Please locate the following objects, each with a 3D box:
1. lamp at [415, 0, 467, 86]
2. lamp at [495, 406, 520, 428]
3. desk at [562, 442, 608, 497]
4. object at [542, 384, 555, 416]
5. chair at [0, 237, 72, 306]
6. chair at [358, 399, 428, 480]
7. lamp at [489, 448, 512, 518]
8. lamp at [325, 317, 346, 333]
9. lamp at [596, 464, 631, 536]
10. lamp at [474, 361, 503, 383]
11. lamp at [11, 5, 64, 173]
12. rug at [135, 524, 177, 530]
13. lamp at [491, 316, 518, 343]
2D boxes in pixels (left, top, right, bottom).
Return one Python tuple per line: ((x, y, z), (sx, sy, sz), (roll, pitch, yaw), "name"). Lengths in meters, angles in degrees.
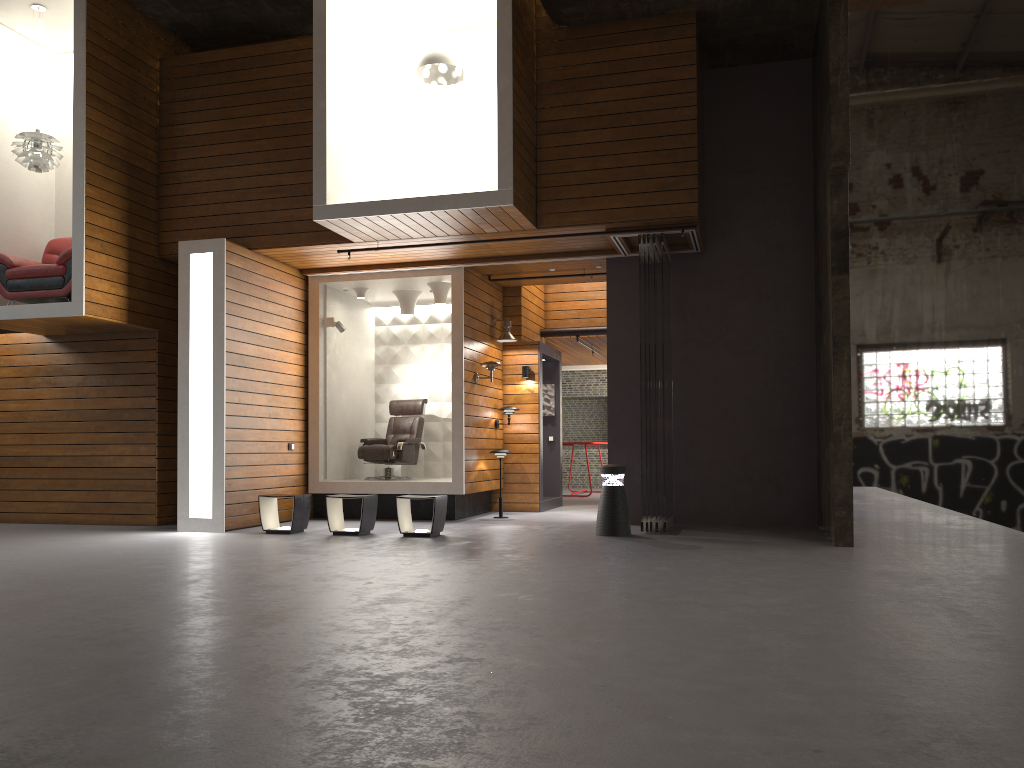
((-0.726, -3.632, 9.005), (0.530, 0.985, 0.531), (-1, -2, 28), "lamp")
((-0.057, 0.435, 11.685), (0.327, 0.296, 0.288), (-1, -3, 15), "lamp")
((1.265, 1.587, 16.561), (0.844, 0.983, 1.720), (-1, -4, 15), "desk")
((0.448, 0.243, 13.233), (0.380, 0.477, 0.048), (-1, -2, 15), "object")
((-4.901, -1.251, 9.745), (1.200, 0.936, 0.954), (-1, -3, 15), "chair")
((-1.574, 0.723, 11.717), (0.756, 1.070, 0.826), (-2, -3, 30), "chair")
((-0.140, 1.231, 10.999), (0.287, 0.861, 0.288), (0, -2, 1), "lamp")
((-2.199, -0.737, 11.052), (0.249, 0.188, 0.129), (1, -3, -16), "lamp")
((0.997, 1.138, 8.731), (0.348, 0.695, 0.348), (-1, -2, 21), "lamp")
((-0.281, -0.150, 10.837), (0.351, 0.270, 0.288), (-1, -3, 15), "lamp")
((-5.055, -3.160, 9.449), (0.512, 1.771, 0.488), (0, -2, -21), "lamp")
((-3.618, 1.620, 10.248), (0.540, 0.014, 1.581), (-1, -4, 15), "rug")
((-0.093, -0.724, 11.575), (0.346, 0.331, 0.295), (-1, -3, 17), "lamp")
